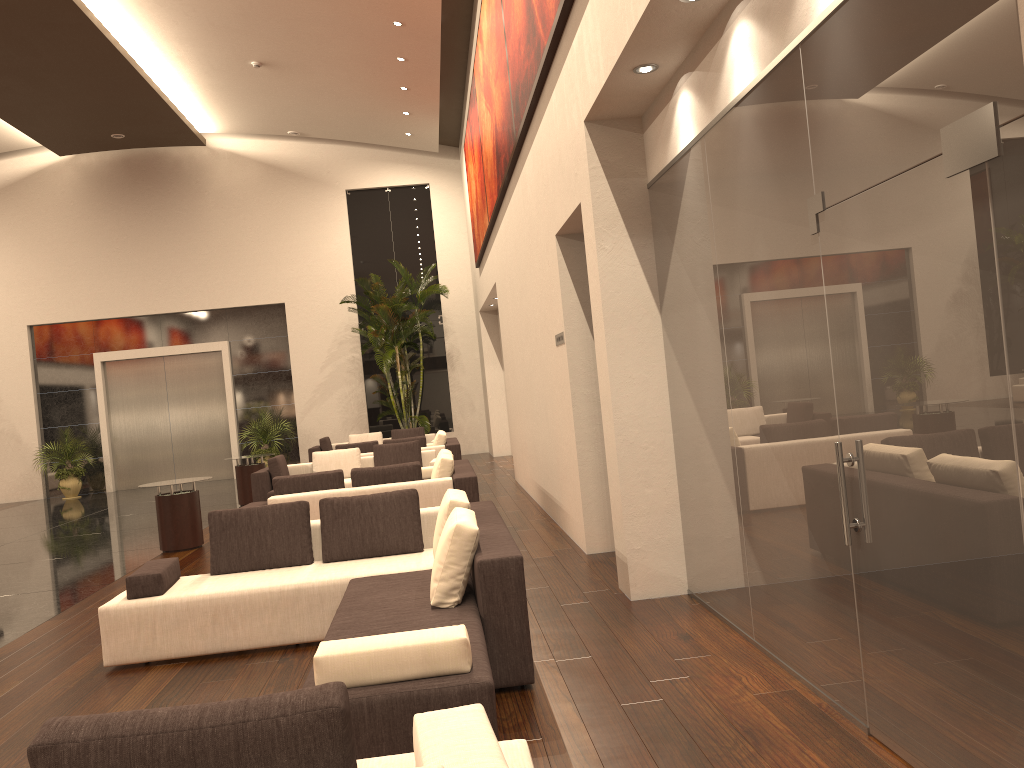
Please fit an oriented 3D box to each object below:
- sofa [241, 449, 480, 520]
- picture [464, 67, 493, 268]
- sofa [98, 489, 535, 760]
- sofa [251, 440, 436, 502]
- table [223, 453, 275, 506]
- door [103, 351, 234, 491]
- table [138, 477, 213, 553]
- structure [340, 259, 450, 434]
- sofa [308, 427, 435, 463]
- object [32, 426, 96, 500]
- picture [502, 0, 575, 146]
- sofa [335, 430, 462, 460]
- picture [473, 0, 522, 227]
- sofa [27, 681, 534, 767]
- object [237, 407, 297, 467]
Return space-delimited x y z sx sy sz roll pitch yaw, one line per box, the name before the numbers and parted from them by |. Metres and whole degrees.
sofa | -1.739 1.298 10.294 2.586 0.862 3.366 -6 0 -5
picture | -0.644 -3.685 16.118 0.070 2.526 4.515 -6 0 -5
sofa | -1.251 1.233 4.967 2.586 0.862 3.366 -6 0 -5
sofa | -2.257 1.358 12.877 2.846 0.862 1.291 -6 0 -5
table | -4.333 1.601 14.760 0.833 0.795 0.844 -5 0 -44
door | -8.075 0.860 20.942 2.767 3.048 0.040 -6 0 -5
table | -3.925 1.547 10.457 0.833 0.795 0.844 -5 0 -44
structure | -2.455 -0.481 20.071 2.436 4.611 2.531 -6 0 -33
sofa | -2.755 1.425 18.527 2.846 0.862 1.291 -6 0 -5
object | -9.967 1.733 19.943 1.297 1.682 1.373 -6 0 28
picture | 0.151 -3.793 7.114 0.070 2.526 4.515 -6 0 -5
sofa | -2.238 1.366 15.945 2.586 0.862 3.366 -6 0 -5
picture | -0.246 -3.739 11.614 0.070 2.526 4.515 -6 0 -5
sofa | -1.327 1.232 2.340 2.846 0.862 1.291 -6 0 -5
object | -5.668 1.308 20.275 1.297 1.682 1.373 -6 0 33
